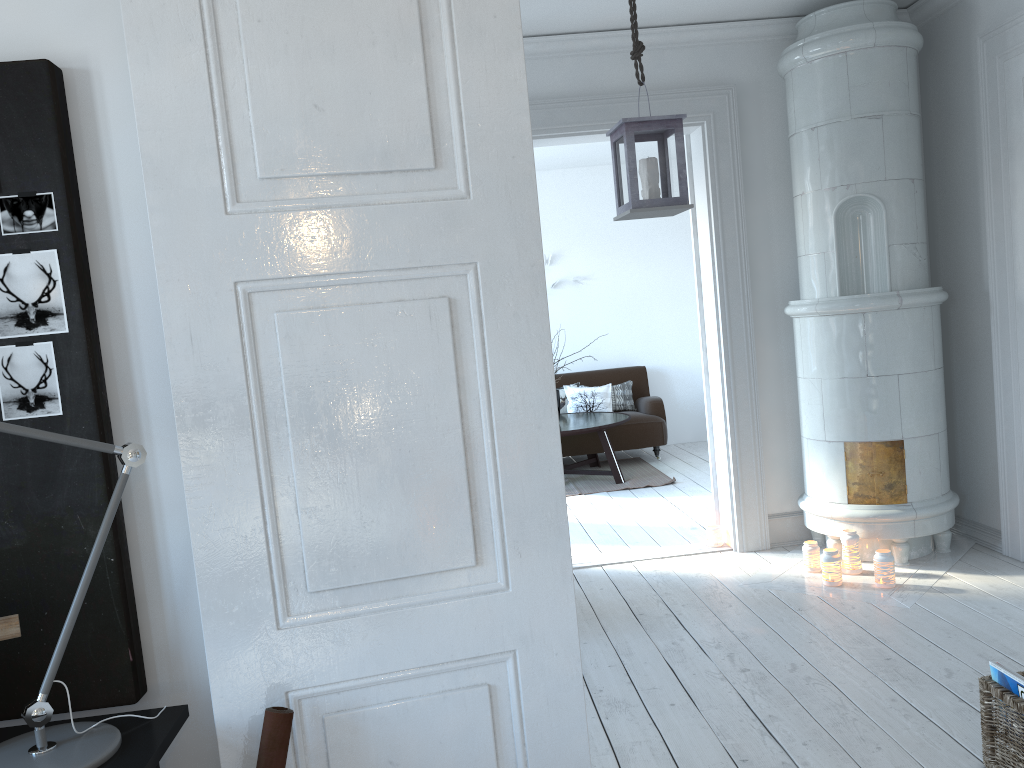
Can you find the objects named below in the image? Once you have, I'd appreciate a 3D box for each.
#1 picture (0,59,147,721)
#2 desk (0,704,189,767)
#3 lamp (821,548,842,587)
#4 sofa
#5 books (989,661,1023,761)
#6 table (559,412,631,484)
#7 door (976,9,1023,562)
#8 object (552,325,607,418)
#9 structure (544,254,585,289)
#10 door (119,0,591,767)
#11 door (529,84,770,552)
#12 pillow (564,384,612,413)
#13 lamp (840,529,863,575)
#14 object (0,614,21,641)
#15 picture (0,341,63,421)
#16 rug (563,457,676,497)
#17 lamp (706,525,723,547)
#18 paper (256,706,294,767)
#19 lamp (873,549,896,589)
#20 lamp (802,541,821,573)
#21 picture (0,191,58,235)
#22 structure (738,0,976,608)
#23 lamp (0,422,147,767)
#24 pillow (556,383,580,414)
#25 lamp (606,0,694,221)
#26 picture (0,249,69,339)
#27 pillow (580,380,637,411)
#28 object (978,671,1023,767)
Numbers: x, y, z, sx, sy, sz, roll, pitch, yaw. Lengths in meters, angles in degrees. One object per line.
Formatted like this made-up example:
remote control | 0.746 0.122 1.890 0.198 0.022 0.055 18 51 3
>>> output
picture | -1.223 0.061 1.585 0.953 1.174 0.063 -6 5 -4
desk | -1.089 1.025 1.245 1.159 0.760 0.650 -6 5 -4
lamp | 1.507 0.864 4.183 0.089 0.166 0.089 -6 5 -3
sofa | 0.305 0.355 8.293 2.165 0.826 0.967 -6 4 -4
books | 1.445 0.912 2.393 0.201 0.300 0.179 -6 5 -4
table | 0.377 0.575 7.523 1.299 0.504 1.298 -7 4 -14
door | 2.521 -0.364 3.498 0.306 2.509 1.597 -6 5 -4
object | 0.413 -0.208 7.400 0.844 1.067 0.525 -9 6 -33
structure | 0.196 -1.012 8.641 1.025 0.479 0.085 -6 5 -4
door | 0.698 -0.073 1.865 2.598 2.509 0.577 -6 5 -4
door | 0.461 -0.256 4.862 2.598 2.509 0.577 -6 5 -4
pillow | 0.718 0.147 8.302 0.471 0.309 0.188 -6 5 -3
lamp | 1.652 0.818 4.323 0.098 0.210 0.098 -6 5 0
object | -0.879 0.499 1.463 0.138 0.209 0.034 -8 5 -24
picture | -0.861 -0.007 1.577 0.103 0.136 0.001 -6 5 -4
rug | 0.398 0.796 7.569 1.710 0.055 1.454 -6 4 -4
lamp | 1.146 0.861 5.017 0.093 0.110 0.093 -5 5 13
paper | -0.442 0.934 1.449 0.048 0.748 0.297 -1 6 41
lamp | 1.715 0.850 4.083 0.089 0.166 0.089 -6 5 -5
lamp | 1.491 0.859 4.413 0.084 0.146 0.084 -6 5 0
picture | -0.850 -0.301 1.555 0.095 0.071 0.001 -6 5 -4
structure | 1.668 -0.423 4.398 0.800 2.832 1.245 -1 6 41
lamp | -0.853 0.255 1.325 0.616 0.717 0.230 -9 6 -33
pillow | 0.423 0.182 8.357 0.473 0.348 0.158 -6 5 -6
lamp | 0.415 -1.478 3.082 0.228 1.765 0.228 -6 5 -7
picture | -0.856 -0.161 1.565 0.121 0.153 0.002 -6 5 -4
pillow | 0.910 0.133 8.428 0.542 0.288 0.182 -6 5 -3
object | 1.461 0.944 2.396 0.270 0.265 0.223 -6 5 -4
